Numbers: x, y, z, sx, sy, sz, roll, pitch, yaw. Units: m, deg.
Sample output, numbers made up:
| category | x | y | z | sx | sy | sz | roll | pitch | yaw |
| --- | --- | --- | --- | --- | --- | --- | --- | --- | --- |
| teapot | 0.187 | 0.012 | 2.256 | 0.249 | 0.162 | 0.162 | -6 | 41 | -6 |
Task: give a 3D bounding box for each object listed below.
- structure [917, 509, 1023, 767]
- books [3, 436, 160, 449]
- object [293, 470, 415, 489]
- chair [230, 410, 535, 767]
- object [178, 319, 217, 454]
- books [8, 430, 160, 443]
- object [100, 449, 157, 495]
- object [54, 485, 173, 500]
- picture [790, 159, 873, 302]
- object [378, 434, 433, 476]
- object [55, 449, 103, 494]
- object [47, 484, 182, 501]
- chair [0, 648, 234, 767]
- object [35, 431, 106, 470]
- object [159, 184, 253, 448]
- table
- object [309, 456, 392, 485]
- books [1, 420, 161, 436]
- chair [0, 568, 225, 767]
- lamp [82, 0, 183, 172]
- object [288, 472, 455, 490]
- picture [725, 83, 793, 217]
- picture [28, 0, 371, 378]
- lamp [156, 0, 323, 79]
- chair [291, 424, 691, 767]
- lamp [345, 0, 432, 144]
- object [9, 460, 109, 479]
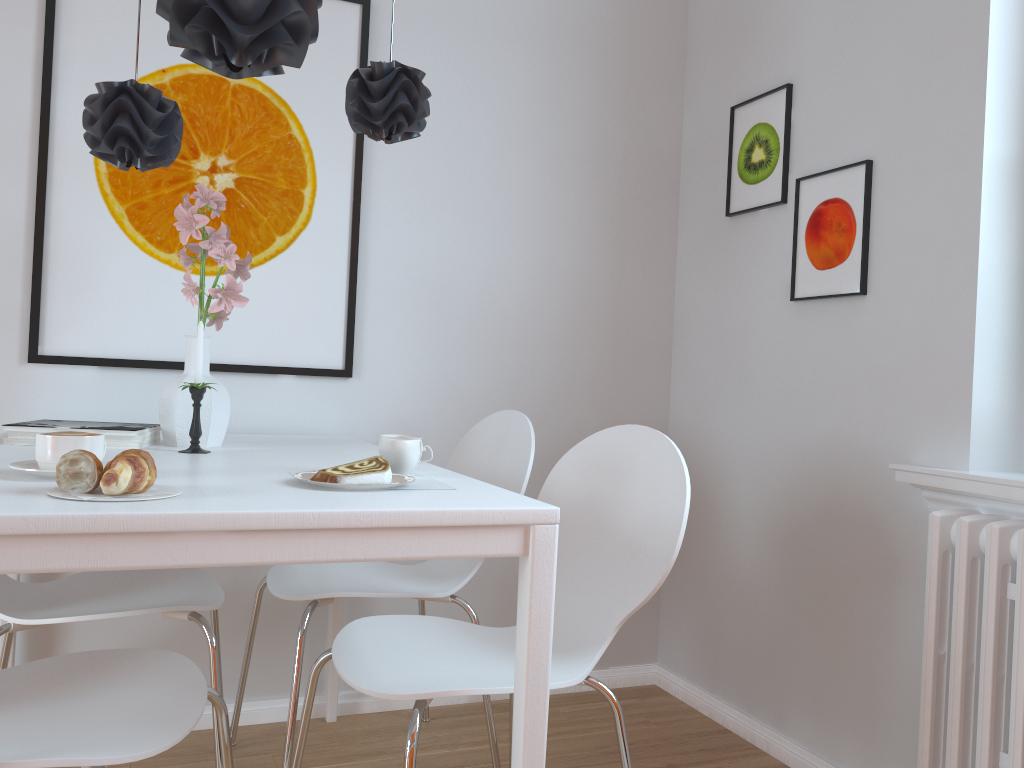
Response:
| category | x | y | z | sx | sy | sz | roll | pitch | yaw |
| --- | --- | --- | --- | --- | --- | --- | --- | --- | --- |
| structure | 1.227 | 0.601 | 1.055 | 0.203 | 0.660 | 1.673 | 3 | 0 | -24 |
| books | -0.898 | 0.118 | 1.872 | 0.258 | 0.014 | 0.192 | 3 | 0 | -8 |
| object | -0.249 | 0.153 | 1.404 | 0.189 | 0.012 | 0.194 | 3 | 0 | -25 |
| chair | -0.295 | 0.489 | 2.151 | 0.637 | 0.871 | 0.510 | 3 | 0 | -28 |
| object | -0.634 | -0.010 | 1.792 | 0.080 | 0.298 | 0.078 | 3 | 0 | 17 |
| books | -0.893 | 0.104 | 1.872 | 0.253 | 0.014 | 0.192 | 3 | 0 | -10 |
| object | -0.514 | 0.117 | 1.191 | 0.069 | 0.060 | 0.132 | 3 | 0 | -23 |
| object | -0.532 | 0.143 | 1.186 | 0.118 | 0.005 | 0.124 | 2 | 0 | -43 |
| picture | 0.796 | -0.376 | 2.223 | 0.017 | 0.322 | 0.248 | 3 | 0 | -24 |
| object | -0.190 | 0.125 | 1.531 | 0.085 | 0.070 | 0.075 | 3 | 0 | 26 |
| object | -0.568 | 0.115 | 1.184 | 0.060 | 0.059 | 0.074 | 3 | 0 | -2 |
| object | -0.531 | 0.146 | 1.189 | 0.168 | 0.005 | 0.165 | 3 | 0 | 20 |
| chair | -0.738 | 0.473 | 1.248 | 0.646 | 0.871 | 0.503 | 3 | 0 | 2 |
| object | -0.668 | 0.103 | 1.340 | 0.093 | 0.064 | 0.099 | 3 | 0 | -20 |
| object | -0.663 | -0.153 | 1.952 | 0.178 | 0.579 | 0.180 | 3 | 0 | 4 |
| table | -0.587 | 0.527 | 1.688 | 0.825 | 0.771 | 1.287 | 3 | 0 | -23 |
| object | -0.247 | 0.137 | 1.396 | 0.126 | 0.043 | 0.075 | 3 | 0 | -30 |
| books | -0.894 | 0.091 | 1.864 | 0.256 | 0.012 | 0.208 | 3 | 0 | -6 |
| chair | -0.904 | 0.461 | 1.852 | 0.640 | 0.871 | 0.509 | 3 | 0 | -18 |
| lamp | -0.659 | -1.143 | 1.622 | 0.169 | 1.506 | 0.170 | 3 | 0 | -7 |
| object | -0.235 | 0.158 | 1.459 | 0.226 | 0.003 | 0.230 | 3 | 0 | -23 |
| picture | 0.692 | -0.650 | 2.495 | 0.017 | 0.322 | 0.248 | 3 | 0 | -24 |
| picture | -0.784 | -0.560 | 2.304 | 0.792 | 1.052 | 0.017 | 3 | 0 | -22 |
| lamp | -0.493 | -1.237 | 1.688 | 0.298 | 1.294 | 0.292 | 3 | 0 | 23 |
| chair | -0.030 | 0.505 | 1.609 | 0.636 | 0.871 | 0.511 | 3 | 0 | -33 |
| lamp | -0.219 | -1.244 | 1.801 | 0.167 | 1.506 | 0.172 | 3 | 0 | -32 |
| object | -0.669 | 0.131 | 1.337 | 0.160 | 0.020 | 0.161 | 3 | 0 | -8 |
